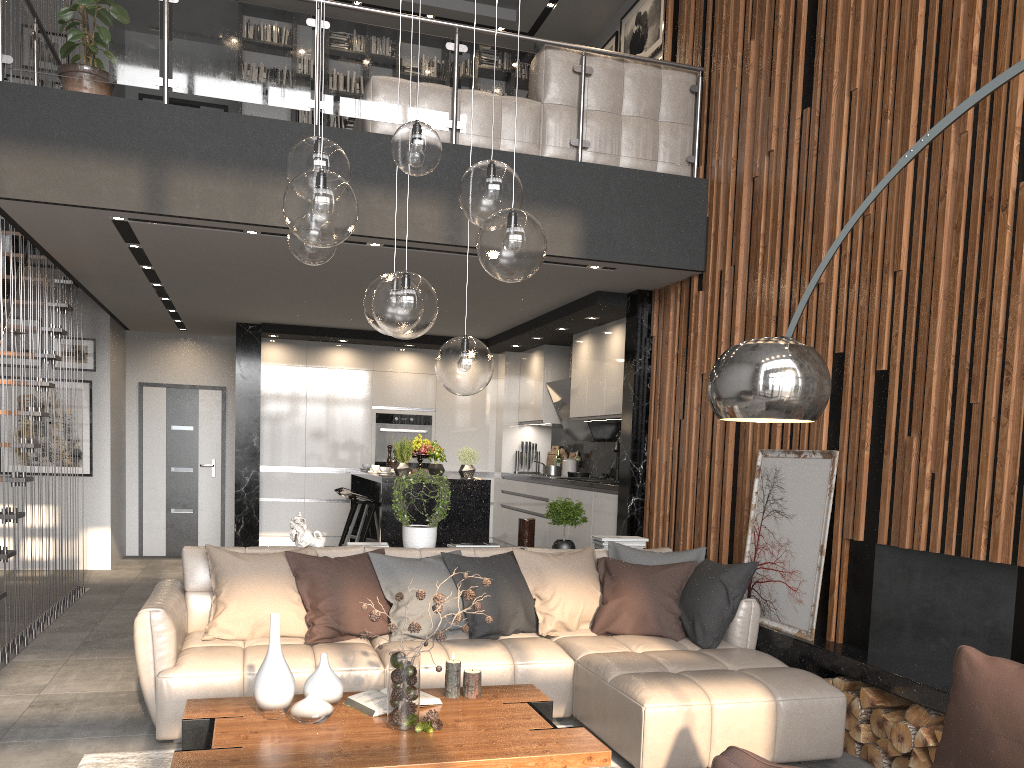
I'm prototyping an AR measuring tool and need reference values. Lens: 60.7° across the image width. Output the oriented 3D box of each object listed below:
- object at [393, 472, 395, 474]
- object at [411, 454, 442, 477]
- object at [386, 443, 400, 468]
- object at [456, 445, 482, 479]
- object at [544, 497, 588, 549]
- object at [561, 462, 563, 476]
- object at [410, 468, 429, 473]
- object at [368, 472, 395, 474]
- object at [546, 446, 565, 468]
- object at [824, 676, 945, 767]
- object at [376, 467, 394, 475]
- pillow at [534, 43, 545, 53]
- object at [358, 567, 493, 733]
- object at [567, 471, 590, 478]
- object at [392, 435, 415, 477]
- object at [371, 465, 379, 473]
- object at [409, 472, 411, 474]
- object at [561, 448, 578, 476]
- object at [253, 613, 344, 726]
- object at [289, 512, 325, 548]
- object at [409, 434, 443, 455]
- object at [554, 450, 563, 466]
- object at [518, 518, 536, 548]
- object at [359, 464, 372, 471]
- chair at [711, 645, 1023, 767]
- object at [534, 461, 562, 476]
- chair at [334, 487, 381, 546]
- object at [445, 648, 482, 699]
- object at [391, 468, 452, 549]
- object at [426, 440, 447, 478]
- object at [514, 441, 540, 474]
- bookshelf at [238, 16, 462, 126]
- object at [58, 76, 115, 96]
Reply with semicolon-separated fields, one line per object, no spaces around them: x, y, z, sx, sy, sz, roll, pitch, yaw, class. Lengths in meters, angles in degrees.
-1.143;0.814;8.023;0.191;0.012;0.192;1;-5;16;object
-0.797;0.705;7.583;0.366;0.189;0.368;0;-3;37;object
-1.181;0.751;8.951;0.150;0.286;0.198;0;2;-34;object
-0.366;0.654;7.349;0.221;0.287;0.209;2;2;-3;object
0.344;0.944;5.731;0.308;0.412;0.271;3;2;33;object
0.538;0.933;9.721;0.180;0.164;0.271;2;-2;-17;object
-0.920;0.893;9.027;0.291;0.030;0.399;3;-5;-17;object
-1.195;0.818;8.044;0.228;0.003;0.228;3;-5;-17;object
0.494;0.878;10.090;0.098;0.333;0.399;1;0;-17;object
2.260;1.506;2.603;0.436;0.392;4.025;2;-4;-15;object
-1.091;0.751;7.538;0.154;0.071;0.155;-1;-4;42;object
0.474;-1.967;6.478;0.759;0.550;1.384;2;-3;14;pillow
-0.284;0.984;3.313;0.315;0.608;0.542;5;2;44;object
0.634;0.921;8.929;0.352;0.061;0.231;5;-5;-38;object
-0.882;0.581;7.184;0.195;0.372;0.185;3;3;28;object
-1.262;0.785;8.093;0.076;0.071;0.084;2;-1;33;object
-0.976;0.780;7.826;0.131;0.060;0.069;3;-1;-17;object
0.627;0.848;9.481;0.175;0.307;0.156;1;3;-13;object
-0.813;1.065;3.318;0.316;0.401;0.318;2;1;2;object
-1.225;0.914;5.249;0.207;0.293;0.134;2;3;2;object
-0.787;0.539;7.580;0.348;0.217;0.317;3;-2;-19;object
0.526;0.879;9.795;0.089;0.286;0.081;1;4;-16;object
0.093;1.000;5.656;0.109;0.270;0.108;1;4;-11;object
-1.441;0.830;8.702;0.154;0.071;0.155;-1;-4;42;object
0.944;1.119;1.890;1.478;0.906;1.442;2;-2;10;chair
0.391;0.897;9.258;0.200;0.155;0.346;3;-3;-26;object
-1.391;1.364;8.099;0.435;0.741;1.722;1;-3;-17;chair
-0.204;1.209;3.668;0.153;0.213;0.076;2;4;-6;object
-0.571;0.808;5.440;0.385;0.581;0.214;1;4;-36;object
-0.627;0.623;7.242;0.179;0.315;0.171;2;3;-6;object
0.185;0.860;10.240;0.322;0.376;0.066;2;4;-17;object
-1.115;-2.429;9.441;3.525;2.541;0.245;2;4;-17;bookshelf
-2.392;-2.293;5.046;0.773;1.483;0.523;2;4;4;object
